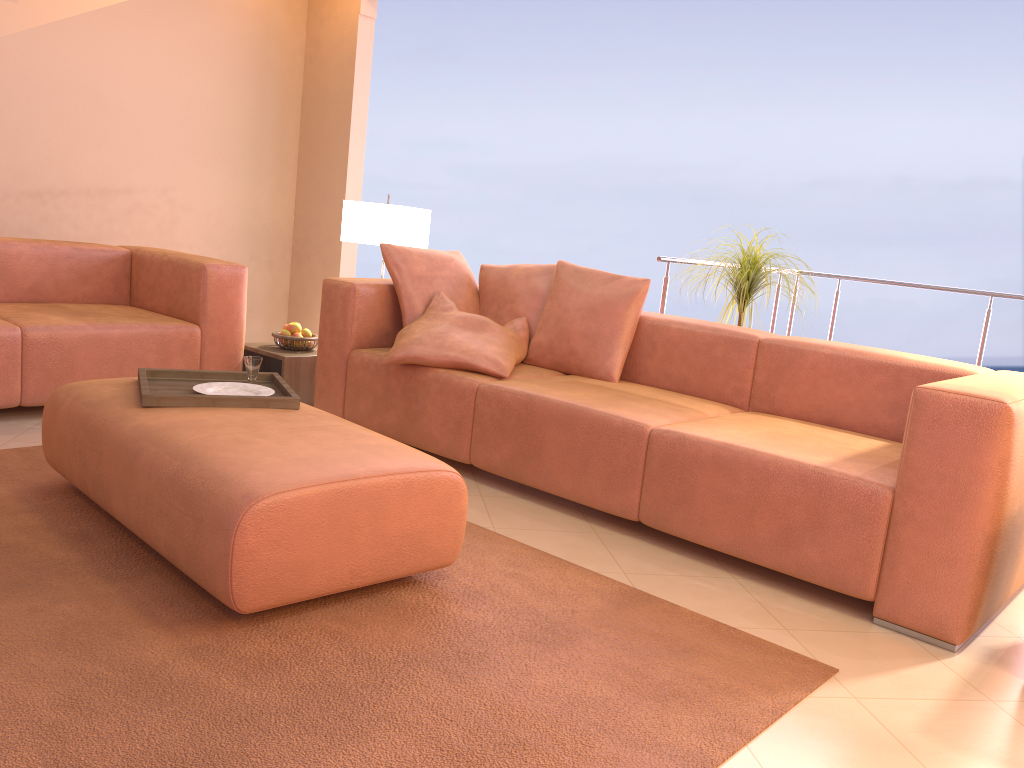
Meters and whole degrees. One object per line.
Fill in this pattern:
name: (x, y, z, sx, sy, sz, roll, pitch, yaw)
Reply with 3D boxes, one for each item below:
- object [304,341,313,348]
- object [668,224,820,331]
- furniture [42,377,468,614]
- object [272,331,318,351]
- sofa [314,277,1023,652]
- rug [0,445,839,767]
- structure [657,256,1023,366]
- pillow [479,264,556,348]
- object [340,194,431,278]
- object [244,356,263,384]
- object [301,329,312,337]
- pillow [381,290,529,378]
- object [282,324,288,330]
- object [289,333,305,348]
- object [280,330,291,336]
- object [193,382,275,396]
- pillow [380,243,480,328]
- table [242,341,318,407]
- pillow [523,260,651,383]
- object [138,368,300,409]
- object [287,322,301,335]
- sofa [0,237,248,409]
object: (-0.994, -0.196, 4.324, 0.046, 0.046, 0.055, 9, 10, 18)
object: (1.068, -0.204, 4.225, 0.703, 1.088, 0.729, 8, 10, 9)
furniture: (-0.790, 0.225, 2.549, 0.685, 0.301, 1.291, -3, 13, -44)
object: (-1.056, -0.207, 4.337, 0.235, 0.071, 0.235, 12, 11, 32)
sofa: (0.448, 0.079, 3.397, 2.781, 0.672, 0.943, 14, 12, 40)
rug: (-0.814, 0.477, 2.231, 2.626, 0.005, 1.833, 14, 12, 40)
structure: (2.746, -0.024, 3.701, 4.176, 0.541, 1.663, 14, 12, 40)
pillow: (0.023, -0.339, 3.944, 0.492, 0.446, 0.255, 10, 10, 23)
object: (-0.687, -0.603, 4.719, 0.344, 0.799, 0.344, 9, 10, 19)
object: (-0.849, -0.042, 2.899, 0.061, 0.091, 0.061, 10, 10, 24)
object: (-0.999, -0.243, 4.312, 0.051, 0.053, 0.045, 2, 11, -26)
pillow: (-0.209, -0.212, 3.639, 0.517, 0.292, 0.514, 8, 10, 9)
object: (-1.098, -0.271, 4.347, 0.047, 0.046, 0.054, 11, 11, 26)
object: (-1.037, -0.210, 4.284, 0.072, 0.076, 0.074, -2, 12, -39)
object: (-1.091, -0.239, 4.277, 0.055, 0.047, 0.045, 9, 10, 17)
object: (-0.850, 0.026, 2.713, 0.240, 0.018, 0.240, 7, 9, 4)
pillow: (-0.324, -0.378, 3.994, 0.314, 0.455, 0.519, 13, 12, 36)
table: (-0.907, -0.056, 4.563, 0.412, 0.268, 0.918, 14, 12, 40)
pillow: (0.313, -0.264, 3.692, 0.470, 0.468, 0.211, 13, 12, 35)
object: (-0.912, 0.012, 2.734, 0.436, 0.034, 0.421, 2, 10, -24)
object: (-1.059, -0.268, 4.309, 0.069, 0.061, 0.068, 6, 9, 2)
sofa: (-2.487, -0.247, 3.443, 0.943, 0.672, 2.781, 14, 12, 40)
